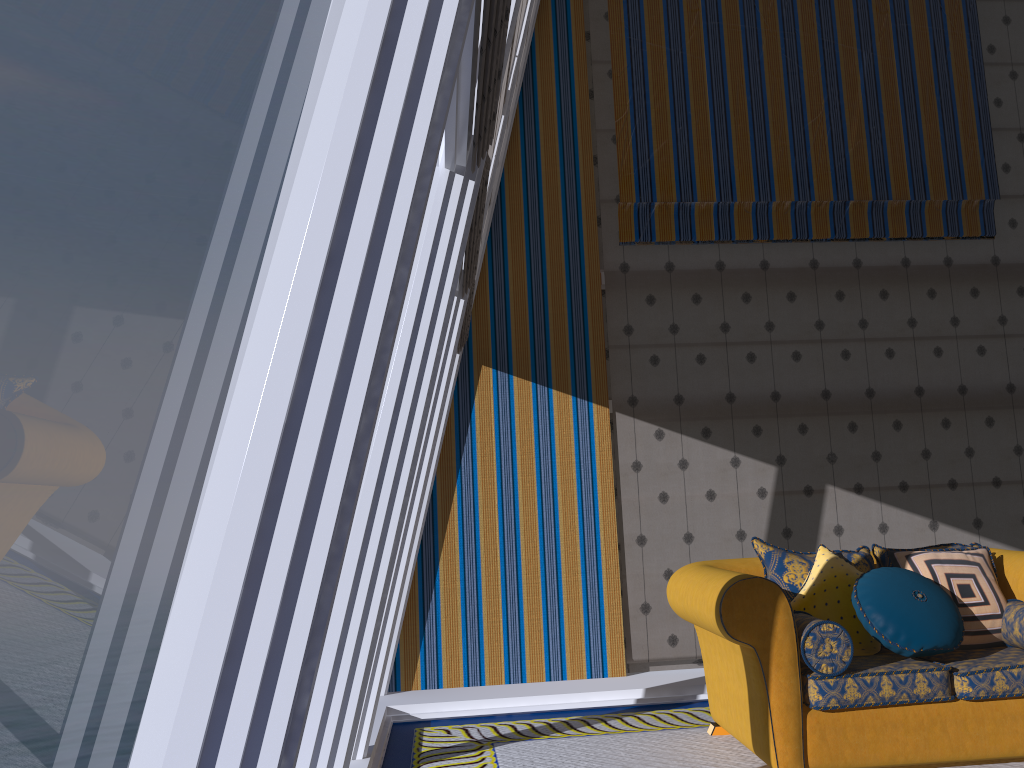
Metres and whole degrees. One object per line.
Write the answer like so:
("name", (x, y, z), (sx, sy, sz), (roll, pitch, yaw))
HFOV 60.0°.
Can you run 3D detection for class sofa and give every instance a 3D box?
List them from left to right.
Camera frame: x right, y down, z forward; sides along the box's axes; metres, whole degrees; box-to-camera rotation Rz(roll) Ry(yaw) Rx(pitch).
("sofa", (1.738, 1.224, 4.070), (1.850, 0.853, 1.011), (-2, -8, -4))

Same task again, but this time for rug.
("rug", (2.734, 1.495, 3.359), (6.270, 0.011, 3.591), (-2, -8, -6))

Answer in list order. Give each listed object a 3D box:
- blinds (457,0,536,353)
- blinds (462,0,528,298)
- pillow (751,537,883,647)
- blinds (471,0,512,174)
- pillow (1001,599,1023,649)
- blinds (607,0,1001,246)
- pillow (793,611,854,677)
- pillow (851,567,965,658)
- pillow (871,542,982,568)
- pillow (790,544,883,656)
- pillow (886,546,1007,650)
("blinds", (0.062, -1.973, 5.285), (0.876, 3.389, 1.364), (-2, -8, -5))
("blinds", (0.173, -2.195, 3.823), (0.876, 3.389, 1.364), (-2, -8, -5))
("pillow", (1.447, 1.051, 4.190), (0.600, 0.671, 0.355), (-3, -8, 3))
("blinds", (0.289, -2.427, 2.301), (0.876, 3.389, 1.364), (-2, -8, -5))
("pillow", (2.250, 1.049, 3.798), (0.215, 0.219, 0.373), (-3, -8, 0))
("blinds", (1.980, -2.441, 6.181), (2.666, 2.985, 0.152), (-2, -8, -6))
("pillow", (1.264, 1.085, 3.730), (0.215, 0.219, 0.378), (-3, -8, 0))
("pillow", (1.703, 0.980, 3.825), (0.465, 0.366, 0.387), (5, -11, -44))
("pillow", (2.037, 1.064, 4.252), (0.614, 0.609, 0.340), (-3, -8, 0))
("pillow", (1.504, 0.981, 4.047), (0.611, 0.491, 0.232), (-3, -8, 0))
("pillow", (2.059, 0.976, 4.064), (0.523, 0.455, 0.327), (-2, -8, -6))
